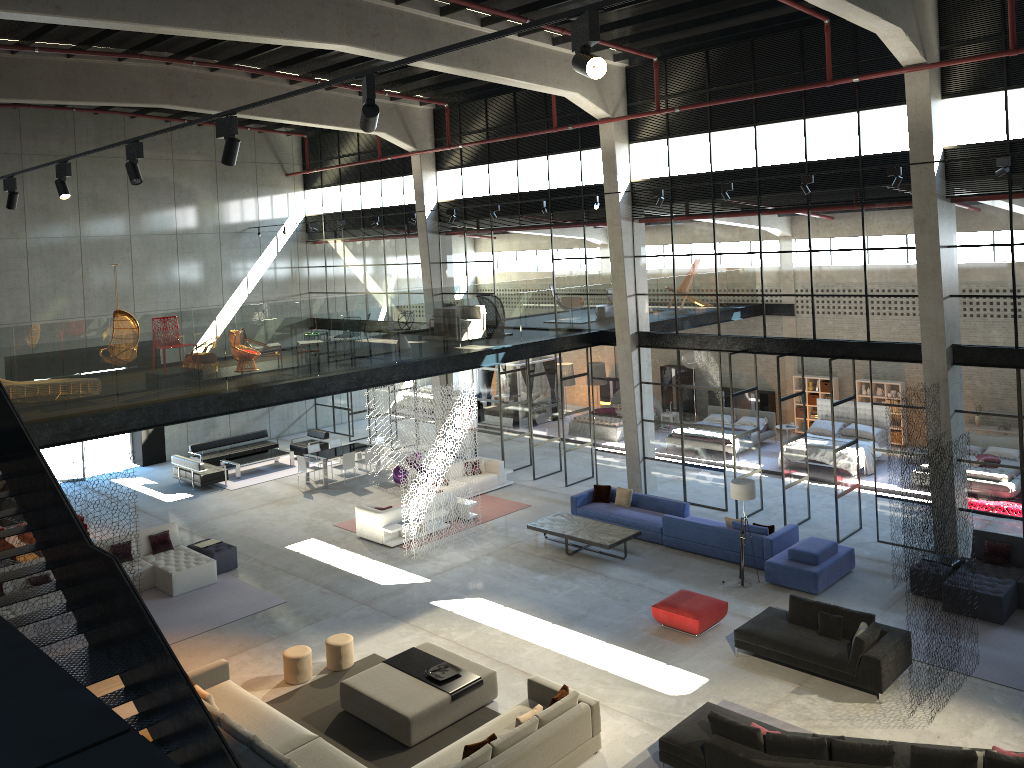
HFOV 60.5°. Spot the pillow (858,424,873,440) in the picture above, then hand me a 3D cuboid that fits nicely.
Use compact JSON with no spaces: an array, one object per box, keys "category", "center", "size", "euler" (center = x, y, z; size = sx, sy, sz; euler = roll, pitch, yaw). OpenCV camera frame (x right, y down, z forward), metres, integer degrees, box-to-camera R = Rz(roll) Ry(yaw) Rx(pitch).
[{"category":"pillow","center":[8.889,1.198,22.203],"size":[0.697,0.290,0.981],"euler":[-10,11,-43]}]

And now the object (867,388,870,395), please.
[{"category":"object","center":[9.948,0.206,24.462],"size":[0.100,0.203,0.100],"euler":[-4,2,-17]}]

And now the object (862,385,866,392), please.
[{"category":"object","center":[9.864,0.153,24.612],"size":[0.094,0.261,0.095],"euler":[-3,2,5]}]

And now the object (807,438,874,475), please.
[{"category":"object","center":[7.804,1.738,21.745],"size":[0.657,0.655,2.285],"euler":[-7,9,-42]}]

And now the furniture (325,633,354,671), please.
[{"category":"furniture","center":[-2.512,3.912,12.808],"size":[0.400,0.399,0.405],"euler":[0,6,34]}]

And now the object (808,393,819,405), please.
[{"category":"object","center":[8.856,0.445,25.555],"size":[0.324,0.296,0.326],"euler":[2,7,44]}]

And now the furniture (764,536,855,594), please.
[{"category":"furniture","center":[5.178,3.036,15.234],"size":[0.951,0.552,1.550],"euler":[4,10,44]}]

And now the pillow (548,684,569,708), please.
[{"category":"pillow","center":[0.520,3.801,10.364],"size":[0.259,0.370,0.403],"euler":[-1,5,23]}]

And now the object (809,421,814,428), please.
[{"category":"object","center":[8.891,1.268,25.570],"size":[0.324,0.296,0.326],"euler":[2,7,44]}]

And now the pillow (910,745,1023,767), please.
[{"category":"pillow","center":[4.665,3.833,8.741],"size":[1.298,0.409,0.273],"euler":[-1,4,15]}]

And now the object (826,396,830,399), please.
[{"category":"object","center":[9.166,0.419,25.282],"size":[0.260,0.133,0.059],"euler":[4,6,44]}]

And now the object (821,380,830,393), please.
[{"category":"object","center":[9.121,0.074,25.272],"size":[0.324,0.296,0.326],"euler":[2,7,44]}]

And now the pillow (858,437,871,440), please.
[{"category":"pillow","center":[8.951,1.283,22.254],"size":[0.721,0.329,0.961],"euler":[-10,11,-44]}]

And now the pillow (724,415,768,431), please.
[{"category":"pillow","center":[6.328,1.059,25.100],"size":[1.931,0.311,0.553],"euler":[6,11,44]}]

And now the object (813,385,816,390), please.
[{"category":"object","center":[8.854,0.110,25.630],"size":[0.184,0.131,0.187],"euler":[-2,6,8]}]

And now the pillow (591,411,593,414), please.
[{"category":"pillow","center":[2.829,0.843,26.972],"size":[0.875,0.211,0.638],"euler":[1,9,23]}]

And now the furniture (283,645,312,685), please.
[{"category":"furniture","center":[-3.048,3.991,12.480],"size":[0.403,0.399,0.402],"euler":[-6,6,-31]}]

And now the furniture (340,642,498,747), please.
[{"category":"furniture","center":[-1.222,4.044,11.577],"size":[1.450,0.397,1.550],"euler":[5,12,44]}]

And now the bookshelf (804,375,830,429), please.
[{"category":"bookshelf","center":[8.870,0.655,25.573],"size":[1.240,1.752,0.332],"euler":[1,3,44]}]

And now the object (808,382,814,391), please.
[{"category":"object","center":[8.704,0.071,25.560],"size":[0.154,0.247,0.155],"euler":[-1,4,36]}]

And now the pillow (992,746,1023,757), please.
[{"category":"pillow","center":[5.038,3.807,8.860],"size":[0.336,0.286,0.252],"euler":[0,5,31]}]

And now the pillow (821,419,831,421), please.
[{"category":"pillow","center":[8.436,1.134,22.934],"size":[1.054,0.321,0.493],"euler":[5,10,44]}]

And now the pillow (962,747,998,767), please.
[{"category":"pillow","center":[4.728,3.821,8.880],"size":[0.341,0.299,0.223],"euler":[-1,4,18]}]

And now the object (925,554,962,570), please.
[{"category":"object","center":[7.119,2.953,14.540],"size":[0.303,0.099,0.519],"euler":[-10,11,-40]}]

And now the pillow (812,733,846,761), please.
[{"category":"pillow","center":[3.330,3.826,9.205],"size":[0.355,0.319,0.199],"euler":[-2,3,13]}]

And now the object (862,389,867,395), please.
[{"category":"object","center":[9.835,0.231,24.482],"size":[0.110,0.156,0.110],"euler":[-5,4,-34]}]

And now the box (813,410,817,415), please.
[{"category":"box","center":[8.902,0.831,25.604],"size":[0.213,0.108,0.132],"euler":[4,9,44]}]

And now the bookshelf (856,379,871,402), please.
[{"category":"bookshelf","center":[10.221,0.793,24.264],"size":[1.240,1.752,0.332],"euler":[1,3,44]}]

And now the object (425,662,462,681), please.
[{"category":"object","center":[-0.902,3.795,11.554],"size":[0.389,0.036,0.387],"euler":[-11,12,-41]}]

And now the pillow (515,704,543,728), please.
[{"category":"pillow","center":[0.168,3.880,9.944],"size":[0.405,0.380,0.207],"euler":[-8,5,-44]}]

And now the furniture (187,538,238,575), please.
[{"category":"furniture","center":[-5.854,3.365,17.134],"size":[0.960,0.453,0.513],"euler":[3,8,39]}]

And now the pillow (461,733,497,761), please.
[{"category":"pillow","center":[-0.362,3.982,9.470],"size":[0.413,0.356,0.269],"euler":[-7,5,-35]}]

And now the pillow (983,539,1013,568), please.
[{"category":"pillow","center":[7.920,2.764,14.316],"size":[0.237,0.343,0.414],"euler":[-6,6,-44]}]

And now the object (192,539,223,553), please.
[{"category":"object","center":[-5.972,3.173,17.221],"size":[0.300,0.099,0.523],"euler":[4,11,39]}]

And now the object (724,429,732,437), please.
[{"category":"object","center":[5.440,1.399,24.091],"size":[2.114,0.246,0.724],"euler":[6,12,44]}]

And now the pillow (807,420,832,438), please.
[{"category":"pillow","center":[8.155,1.173,22.782],"size":[0.670,0.372,1.028],"euler":[-9,10,-42]}]

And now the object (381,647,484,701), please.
[{"category":"object","center":[-1.083,3.847,11.725],"size":[1.475,0.086,0.540],"euler":[6,12,44]}]

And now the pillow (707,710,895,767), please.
[{"category":"pillow","center":[3.004,3.840,9.220],"size":[1.890,0.418,0.438],"euler":[1,6,24]}]

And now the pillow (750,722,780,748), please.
[{"category":"pillow","center":[2.745,3.823,9.424],"size":[0.341,0.307,0.200],"euler":[2,5,40]}]

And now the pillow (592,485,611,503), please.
[{"category":"pillow","center":[1.945,2.372,18.948],"size":[0.398,0.370,0.261],"euler":[-1,4,23]}]
